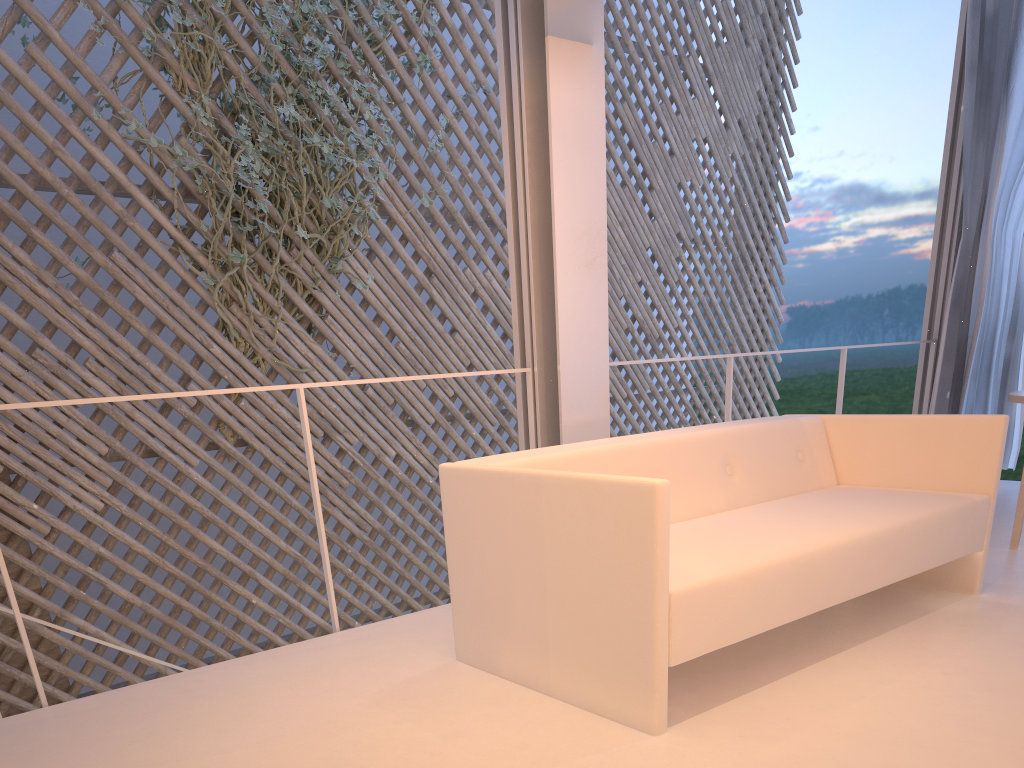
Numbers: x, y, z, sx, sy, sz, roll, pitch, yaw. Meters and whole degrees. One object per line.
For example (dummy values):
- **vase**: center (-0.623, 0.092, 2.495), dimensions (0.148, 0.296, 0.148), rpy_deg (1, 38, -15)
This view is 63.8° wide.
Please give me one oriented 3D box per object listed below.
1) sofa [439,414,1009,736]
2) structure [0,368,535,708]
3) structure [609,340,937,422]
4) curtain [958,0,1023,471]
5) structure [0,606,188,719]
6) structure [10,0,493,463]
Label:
- **sofa**: center (0.423, 0.286, 1.543), dimensions (0.948, 0.405, 0.477), rpy_deg (-7, 9, -36)
- **structure**: center (-0.605, 0.310, 1.505), dimensions (1.639, 0.615, 0.026), rpy_deg (-6, 18, -35)
- **structure**: center (0.845, 0.191, 2.531), dimensions (1.637, 0.615, 0.026), rpy_deg (-6, 18, -35)
- **curtain**: center (1.695, -0.940, 2.370), dimensions (0.486, 2.639, 0.092), rpy_deg (15, 27, 42)
- **structure**: center (-1.129, 1.063, 2.259), dimensions (1.861, 2.146, 1.130), rpy_deg (-14, 19, -41)
- **structure**: center (-0.633, -1.158, 2.939), dimensions (2.229, 2.977, 0.704), rpy_deg (-15, 22, -42)
